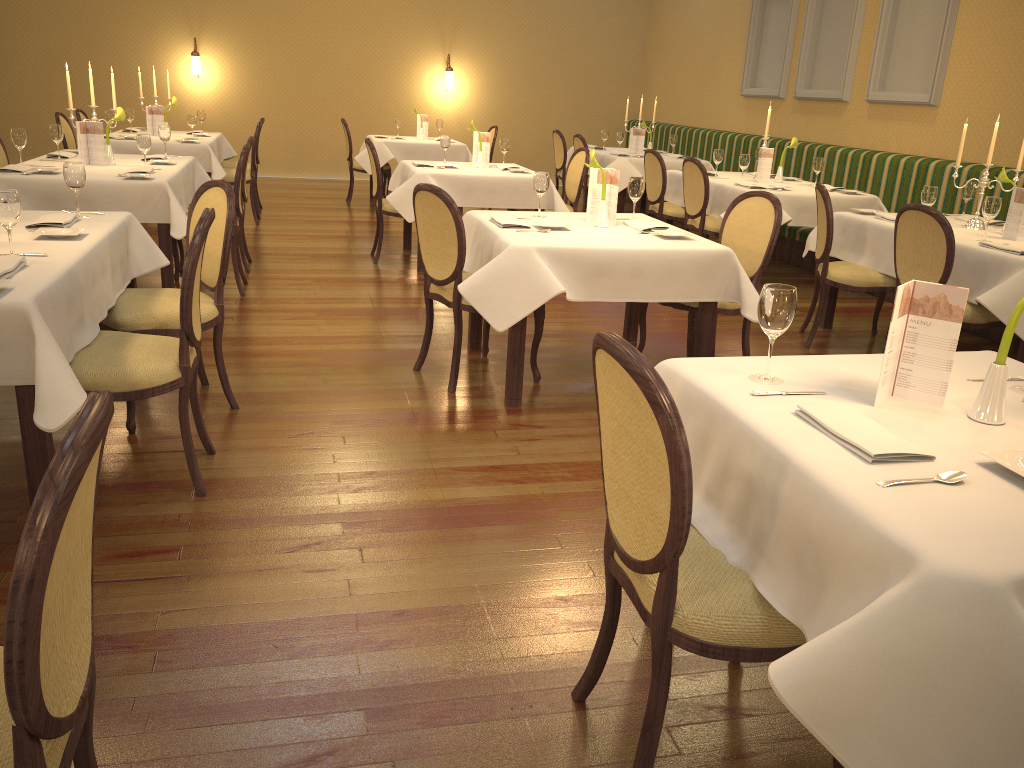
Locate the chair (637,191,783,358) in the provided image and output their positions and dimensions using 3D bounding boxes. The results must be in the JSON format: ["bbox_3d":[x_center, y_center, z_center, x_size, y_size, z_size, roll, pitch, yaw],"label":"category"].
[{"bbox_3d":[1.029,-0.516,4.604,0.571,0.955,0.530,-5,20,-23],"label":"chair"}]

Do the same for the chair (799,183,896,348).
[{"bbox_3d":[2.056,-0.707,5.352,0.571,0.955,0.530,7,19,10],"label":"chair"}]

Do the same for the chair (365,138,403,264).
[{"bbox_3d":[-0.899,-1.481,7.157,0.571,0.955,0.530,-1,19,-14],"label":"chair"}]

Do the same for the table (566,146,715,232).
[{"bbox_3d":[1.373,-2.279,10.238,1.385,0.759,2.152,-1,19,-14],"label":"table"}]

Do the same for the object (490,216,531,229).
[{"bbox_3d":[-0.009,-0.788,4.321,0.142,0.024,0.273,-1,19,-14],"label":"object"}]

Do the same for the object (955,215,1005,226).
[{"bbox_3d":[2.882,-1.005,5.457,0.142,0.033,0.273,-1,19,-14],"label":"object"}]

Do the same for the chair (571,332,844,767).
[{"bbox_3d":[0.431,0.358,1.886,0.571,0.955,0.530,-1,19,-14],"label":"chair"}]

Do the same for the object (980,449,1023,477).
[{"bbox_3d":[0.986,0.163,1.642,0.160,0.024,0.160,-1,19,-14],"label":"object"}]

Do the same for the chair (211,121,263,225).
[{"bbox_3d":[-2.680,-2.044,8.537,0.571,0.955,0.530,-1,19,-14],"label":"chair"}]

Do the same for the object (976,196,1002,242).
[{"bbox_3d":[2.498,-0.863,4.648,0.088,0.229,0.088,15,22,32],"label":"object"}]

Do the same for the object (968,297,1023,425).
[{"bbox_3d":[1.092,-0.095,1.877,0.163,0.375,0.076,6,19,7],"label":"object"}]

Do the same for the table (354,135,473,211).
[{"bbox_3d":[-1.169,-2.491,10.433,1.389,0.759,1.395,-1,19,-12],"label":"table"}]

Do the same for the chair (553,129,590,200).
[{"bbox_3d":[0.747,-2.526,10.567,0.571,0.955,0.530,-1,19,-14],"label":"chair"}]

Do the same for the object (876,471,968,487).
[{"bbox_3d":[0.735,0.170,1.592,0.181,0.015,0.038,-1,19,-12],"label":"object"}]

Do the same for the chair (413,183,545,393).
[{"bbox_3d":[-0.189,-0.497,4.336,0.571,0.955,0.530,-9,22,-32],"label":"chair"}]

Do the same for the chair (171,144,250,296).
[{"bbox_3d":[-1.980,-1.077,5.764,0.571,0.955,0.530,-1,19,-14],"label":"chair"}]

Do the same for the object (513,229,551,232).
[{"bbox_3d":[0.093,-0.717,4.134,0.181,0.015,0.038,-1,19,-12],"label":"object"}]

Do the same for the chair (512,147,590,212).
[{"bbox_3d":[0.319,-1.493,7.404,0.571,0.955,0.530,-1,19,-14],"label":"chair"}]

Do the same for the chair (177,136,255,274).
[{"bbox_3d":[-2.159,-1.325,6.473,0.571,0.955,0.530,-1,19,-14],"label":"chair"}]

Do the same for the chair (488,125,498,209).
[{"bbox_3d":[-0.479,-2.596,10.565,0.571,0.955,0.530,-1,19,-14],"label":"chair"}]

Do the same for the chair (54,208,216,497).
[{"bbox_3d":[-1.287,-0.119,3.017,0.571,0.955,0.530,-1,19,-14],"label":"chair"}]

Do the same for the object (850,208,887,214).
[{"bbox_3d":[2.238,-1.081,5.580,0.160,0.024,0.160,-1,19,-14],"label":"object"}]

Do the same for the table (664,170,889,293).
[{"bbox_3d":[2.055,-1.336,7.534,1.385,0.759,2.152,-1,19,-14],"label":"table"}]

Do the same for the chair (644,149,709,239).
[{"bbox_3d":[1.429,-1.583,7.863,0.571,0.955,0.530,-1,19,-14],"label":"chair"}]

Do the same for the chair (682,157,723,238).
[{"bbox_3d":[1.622,-1.315,7.095,0.571,0.955,0.530,-1,19,-14],"label":"chair"}]

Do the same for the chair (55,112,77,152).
[{"bbox_3d":[-3.898,-2.032,8.290,0.571,0.955,0.530,-1,19,-14],"label":"chair"}]

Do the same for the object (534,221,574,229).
[{"bbox_3d":[0.198,-0.760,4.269,0.160,0.024,0.160,-1,19,-14],"label":"object"}]

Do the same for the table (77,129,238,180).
[{"bbox_3d":[-3.468,-2.055,8.735,1.385,0.759,2.152,-1,19,-14],"label":"table"}]

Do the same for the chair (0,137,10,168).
[{"bbox_3d":[-3.394,-1.334,6.290,0.571,0.955,0.530,-1,19,-14],"label":"chair"}]

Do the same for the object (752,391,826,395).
[{"bbox_3d":[0.636,0.019,2.034,0.185,0.010,0.017,-1,19,-14],"label":"object"}]

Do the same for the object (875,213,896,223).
[{"bbox_3d":[2.307,-0.980,5.284,0.142,0.033,0.273,-1,19,-14],"label":"object"}]

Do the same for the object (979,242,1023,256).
[{"bbox_3d":[2.477,-0.672,4.401,0.142,0.024,0.273,-1,19,-14],"label":"object"}]

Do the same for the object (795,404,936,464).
[{"bbox_3d":[0.709,0.096,1.799,0.142,0.024,0.273,-1,19,-14],"label":"object"}]

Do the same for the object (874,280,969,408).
[{"bbox_3d":[0.894,-0.089,1.987,0.166,0.277,0.081,1,19,-8],"label":"object"}]

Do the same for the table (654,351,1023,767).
[{"bbox_3d":[0.959,0.450,2.001,1.389,0.759,1.395,-1,19,-12],"label":"table"}]

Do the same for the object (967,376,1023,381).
[{"bbox_3d":[1.231,-0.014,2.235,0.185,0.010,0.017,-1,19,-13],"label":"object"}]

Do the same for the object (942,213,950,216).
[{"bbox_3d":[2.868,-1.098,5.752,0.181,0.015,0.038,-1,19,-12],"label":"object"}]

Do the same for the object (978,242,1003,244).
[{"bbox_3d":[2.497,-0.729,4.592,0.185,0.010,0.017,-1,19,-14],"label":"object"}]

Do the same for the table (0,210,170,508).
[{"bbox_3d":[-2.074,-0.130,3.215,1.385,0.759,2.152,-1,19,-14],"label":"table"}]

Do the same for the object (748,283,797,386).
[{"bbox_3d":[0.616,-0.118,2.094,0.088,0.229,0.088,15,22,32],"label":"object"}]

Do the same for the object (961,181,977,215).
[{"bbox_3d":[2.889,-1.171,5.636,0.088,0.229,0.088,15,22,32],"label":"object"}]

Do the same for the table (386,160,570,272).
[{"bbox_3d":[-0.371,-1.388,7.273,1.389,0.759,1.395,-1,19,-12],"label":"table"}]

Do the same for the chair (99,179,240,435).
[{"bbox_3d":[-1.452,-0.360,3.710,0.571,0.955,0.530,-11,23,-37],"label":"chair"}]

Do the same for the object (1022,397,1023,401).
[{"bbox_3d":[1.295,0.070,1.966,0.142,0.033,0.273,-1,19,-14],"label":"object"}]

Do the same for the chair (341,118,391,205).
[{"bbox_3d":[-1.697,-2.583,10.318,0.571,0.955,0.530,-1,19,-14],"label":"chair"}]

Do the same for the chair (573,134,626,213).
[{"bbox_3d":[0.939,-2.258,9.799,0.571,0.955,0.530,-1,19,-14],"label":"chair"}]

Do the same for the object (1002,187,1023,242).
[{"bbox_3d":[2.731,-0.902,4.733,0.166,0.277,0.081,17,23,35],"label":"object"}]

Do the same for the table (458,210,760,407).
[{"bbox_3d":[0.334,-0.414,4.480,1.389,0.759,1.395,-1,19,-12],"label":"table"}]

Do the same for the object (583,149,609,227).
[{"bbox_3d":[0.420,-0.956,4.339,0.163,0.375,0.076,-10,23,-35],"label":"object"}]

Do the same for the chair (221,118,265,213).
[{"bbox_3d":[-2.859,-2.292,9.247,0.571,0.955,0.530,-1,19,-14],"label":"chair"}]

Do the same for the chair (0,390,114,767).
[{"bbox_3d":[-0.846,0.490,1.271,0.571,0.955,0.530,-1,19,-14],"label":"chair"}]

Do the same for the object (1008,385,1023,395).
[{"bbox_3d":[1.264,-0.091,2.125,0.088,0.229,0.088,15,22,32],"label":"object"}]

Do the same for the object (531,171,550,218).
[{"bbox_3d":[0.148,-0.982,4.599,0.088,0.229,0.088,13,21,26],"label":"object"}]

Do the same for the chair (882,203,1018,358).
[{"bbox_3d":[2.250,-0.447,4.605,0.571,0.955,0.530,-1,19,-14],"label":"chair"}]

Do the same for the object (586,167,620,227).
[{"bbox_3d":[0.476,-0.945,4.476,0.166,0.277,0.081,14,21,30],"label":"object"}]

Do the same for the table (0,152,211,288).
[{"bbox_3d":[-2.768,-1.088,5.962,1.385,0.759,2.152,-1,19,-14],"label":"table"}]

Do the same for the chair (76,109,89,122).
[{"bbox_3d":[-4.093,-2.301,9.063,0.571,0.955,0.530,-1,19,-14],"label":"chair"}]

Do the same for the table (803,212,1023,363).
[{"bbox_3d":[2.682,-0.470,5.051,1.385,0.759,2.152,-1,19,-14],"label":"table"}]
